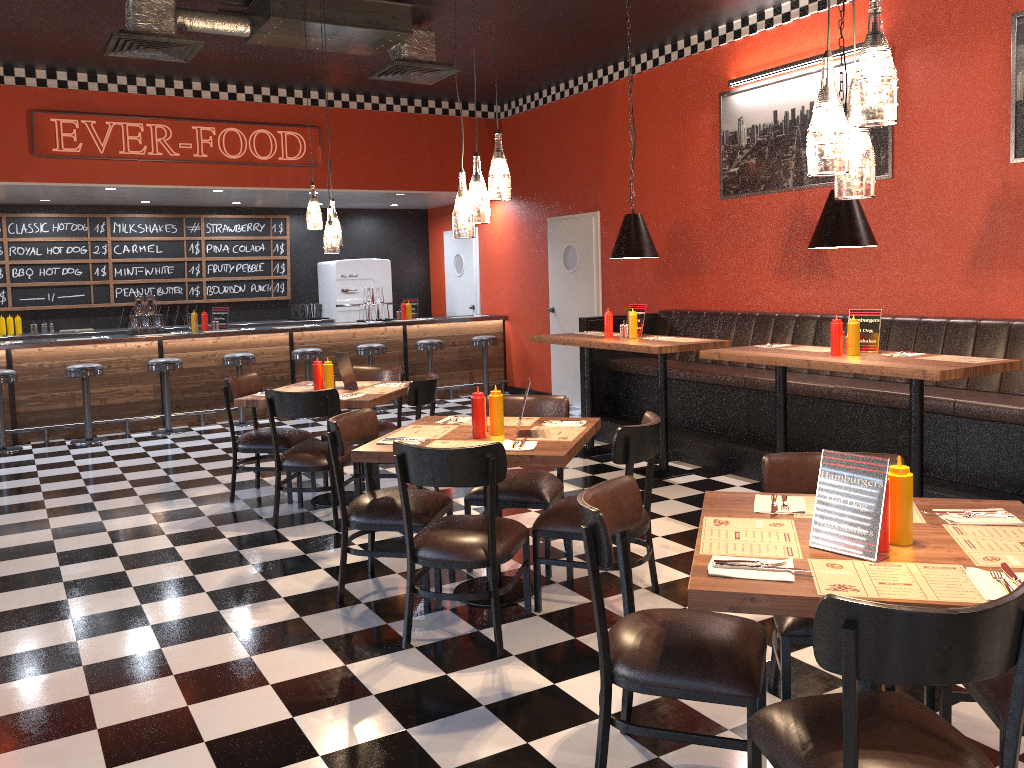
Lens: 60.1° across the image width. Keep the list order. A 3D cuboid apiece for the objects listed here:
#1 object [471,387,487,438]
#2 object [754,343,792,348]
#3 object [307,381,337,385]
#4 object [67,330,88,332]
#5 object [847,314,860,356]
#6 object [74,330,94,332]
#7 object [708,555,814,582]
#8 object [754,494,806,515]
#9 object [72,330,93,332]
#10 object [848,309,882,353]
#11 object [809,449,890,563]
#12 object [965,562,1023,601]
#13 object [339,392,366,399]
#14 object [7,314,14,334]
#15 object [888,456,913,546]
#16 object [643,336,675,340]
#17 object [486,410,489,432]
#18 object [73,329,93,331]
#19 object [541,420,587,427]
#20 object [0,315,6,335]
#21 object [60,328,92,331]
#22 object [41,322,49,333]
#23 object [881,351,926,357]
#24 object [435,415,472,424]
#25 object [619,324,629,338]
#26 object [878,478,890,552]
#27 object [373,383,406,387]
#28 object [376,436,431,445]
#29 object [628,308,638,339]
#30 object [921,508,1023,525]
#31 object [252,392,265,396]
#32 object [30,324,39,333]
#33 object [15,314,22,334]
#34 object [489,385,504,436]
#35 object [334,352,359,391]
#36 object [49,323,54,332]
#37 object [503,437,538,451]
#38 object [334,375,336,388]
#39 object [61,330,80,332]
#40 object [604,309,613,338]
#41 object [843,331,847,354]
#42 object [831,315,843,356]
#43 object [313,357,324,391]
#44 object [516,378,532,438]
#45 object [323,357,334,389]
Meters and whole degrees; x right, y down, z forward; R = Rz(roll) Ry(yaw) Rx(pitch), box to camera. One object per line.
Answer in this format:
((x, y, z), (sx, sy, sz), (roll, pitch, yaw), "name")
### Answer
((-0.156, 0.131, 4.138), (0.068, 0.237, 0.068), (-4, 5, -25), "object")
((1.714, -0.258, 5.872), (0.255, 0.019, 0.158), (-6, 8, -33), "object")
((-1.395, -0.009, 6.468), (0.157, 0.019, 0.256), (0, 7, 18), "object")
((-5.362, -0.658, 10.912), (0.366, 0.001, 0.262), (-6, 8, -31), "object")
((1.973, -0.283, 5.114), (0.068, 0.237, 0.068), (-4, 5, -21), "object")
((-5.362, -0.654, 10.913), (0.366, 0.001, 0.262), (-6, 8, -29), "object")
((0.620, 0.455, 2.212), (0.255, 0.019, 0.158), (0, 7, 18), "object")
((0.840, 0.378, 2.780), (0.157, 0.019, 0.256), (0, 7, 17), "object")
((-5.362, -0.655, 10.912), (0.366, 0.001, 0.262), (-6, 8, -30), "object")
((2.096, -0.317, 5.280), (0.188, 0.256, 0.072), (3, 6, 39), "object")
((0.880, 0.314, 2.317), (0.072, 0.256, 0.188), (-6, 7, -40), "object")
((1.154, 0.458, 2.058), (0.157, 0.019, 0.256), (0, 7, 15), "object")
((-1.046, 0.073, 5.723), (0.157, 0.019, 0.256), (0, 7, 16), "object")
((-6.001, -0.713, 10.596), (0.068, 0.237, 0.068), (-4, 5, -28), "object")
((1.042, 0.311, 2.383), (0.068, 0.237, 0.068), (-4, 5, -25), "object")
((1.122, -0.359, 6.836), (0.255, 0.019, 0.158), (-6, 8, -33), "object")
((-0.147, 0.168, 4.258), (0.047, 0.135, 0.094), (0, 6, 20), "object")
((-5.362, -0.667, 10.911), (0.366, 0.001, 0.262), (-6, 8, -29), "object")
((0.240, 0.193, 4.427), (0.255, 0.019, 0.158), (0, 7, 16), "object")
((-6.070, -0.705, 10.545), (0.068, 0.237, 0.068), (-5, 6, -32), "object")
((-5.362, -0.669, 10.911), (0.366, 0.001, 0.262), (-6, 8, -28), "object")
((-5.692, -0.694, 10.783), (0.046, 0.135, 0.094), (-1, 5, 15), "object")
((2.221, -0.172, 5.050), (0.255, 0.019, 0.158), (-6, 8, -33), "object")
((-0.302, 0.187, 4.615), (0.157, 0.019, 0.256), (0, 7, 17), "object")
((0.893, -0.435, 7.039), (0.047, 0.135, 0.094), (-6, 7, -39), "object")
((0.960, 0.319, 2.338), (0.068, 0.237, 0.068), (-4, 5, -25), "object")
((-0.883, 0.003, 6.243), (0.255, 0.019, 0.158), (-1, 7, 9), "object")
((-0.486, 0.257, 4.091), (0.255, 0.019, 0.158), (0, 7, 14), "object")
((0.947, -0.476, 6.932), (0.068, 0.237, 0.068), (1, 6, 35), "object")
((1.344, 0.384, 2.605), (0.255, 0.019, 0.158), (-1, 7, 8), "object")
((-1.596, 0.064, 5.933), (0.255, 0.019, 0.158), (1, 7, 19), "object")
((-5.785, -0.683, 10.720), (0.093, 0.135, 0.047), (-1, 5, 5), "object")
((-5.928, -0.721, 10.639), (0.068, 0.237, 0.068), (-4, 5, -28), "object")
((-0.074, 0.123, 4.183), (0.068, 0.237, 0.068), (-4, 5, -25), "object")
((-1.144, -0.093, 6.116), (0.072, 0.256, 0.188), (-6, 7, -40), "object")
((-5.606, -0.697, 10.786), (0.047, 0.135, 0.094), (-5, 6, -35), "object")
((0.030, 0.263, 3.911), (0.157, 0.019, 0.256), (-1, 7, 8), "object")
((-1.244, -0.024, 6.079), (0.047, 0.135, 0.094), (-6, 7, -40), "object")
((-5.362, -0.663, 10.912), (0.366, 0.001, 0.262), (-6, 8, -30), "object")
((0.769, -0.487, 7.067), (0.068, 0.237, 0.068), (1, 6, 35), "object")
((1.963, -0.245, 5.234), (0.047, 0.135, 0.094), (-6, 7, -40), "object")
((1.892, -0.286, 5.162), (0.068, 0.237, 0.068), (-3, 5, -10), "object")
((-1.315, -0.065, 6.007), (0.068, 0.237, 0.068), (-1, 5, 13), "object")
((0.053, 0.110, 4.178), (0.072, 0.256, 0.189), (-2, 5, 0), "object")
((-1.234, -0.061, 5.959), (0.068, 0.237, 0.068), (-3, 5, -15), "object")
